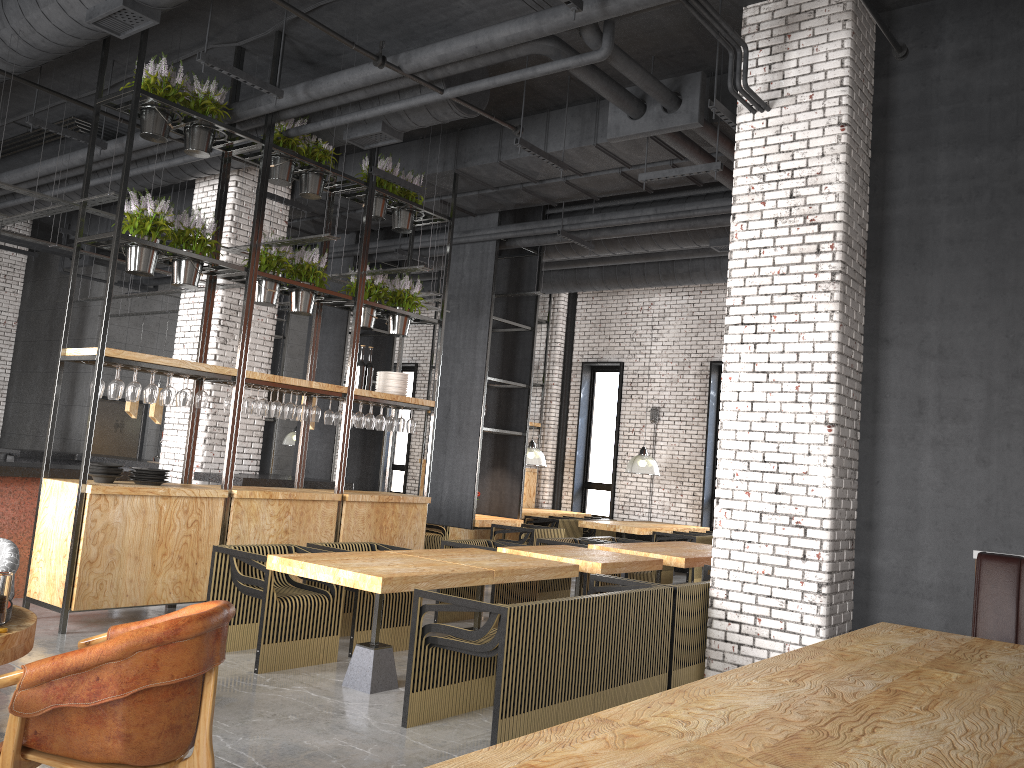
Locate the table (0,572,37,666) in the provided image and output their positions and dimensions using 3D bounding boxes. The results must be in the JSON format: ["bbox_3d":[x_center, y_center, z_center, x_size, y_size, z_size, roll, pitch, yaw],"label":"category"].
[{"bbox_3d":[-1.975,1.025,2.622,0.932,0.975,0.930,6,-6,-10],"label":"table"}]

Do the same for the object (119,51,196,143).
[{"bbox_3d":[-2.865,-2.256,7.167,0.416,0.560,0.466,2,-7,25],"label":"object"}]

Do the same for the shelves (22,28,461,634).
[{"bbox_3d":[-2.058,-0.514,8.074,0.690,5.030,3.651,0,-8,37],"label":"shelves"}]

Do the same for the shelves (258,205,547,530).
[{"bbox_3d":[-2.393,-0.381,13.121,6.147,4.377,1.001,0,-8,37],"label":"shelves"}]

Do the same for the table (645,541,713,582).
[{"bbox_3d":[1.984,2.082,9.189,1.000,0.765,0.994,0,-7,37],"label":"table"}]

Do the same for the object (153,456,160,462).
[{"bbox_3d":[-4.702,1.011,11.877,0.177,0.091,0.090,4,-6,13],"label":"object"}]

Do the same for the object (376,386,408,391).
[{"bbox_3d":[-1.252,0.057,9.206,0.335,0.040,0.334,5,-5,1],"label":"object"}]

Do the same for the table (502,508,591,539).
[{"bbox_3d":[0.254,2.403,14.166,1.000,0.765,2.111,0,-7,37],"label":"table"}]

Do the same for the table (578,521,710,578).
[{"bbox_3d":[1.934,2.425,12.884,1.000,0.765,2.111,0,-7,37],"label":"table"}]

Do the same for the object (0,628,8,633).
[{"bbox_3d":[-1.518,0.733,2.639,0.032,0.010,0.032,5,-5,-2],"label":"object"}]

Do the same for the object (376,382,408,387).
[{"bbox_3d":[-1.248,0.018,9.211,0.334,0.040,0.334,8,-6,-30],"label":"object"}]

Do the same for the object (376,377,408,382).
[{"bbox_3d":[-1.245,-0.036,9.217,0.334,0.041,0.334,4,-5,7],"label":"object"}]

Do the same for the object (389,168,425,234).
[{"bbox_3d":[-1.148,-1.899,9.417,0.416,0.560,0.467,8,-7,-28],"label":"object"}]

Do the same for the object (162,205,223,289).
[{"bbox_3d":[-2.699,-1.088,7.391,0.416,0.560,0.466,3,-6,14],"label":"object"}]

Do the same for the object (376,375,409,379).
[{"bbox_3d":[-1.243,-0.055,9.220,0.334,0.044,0.334,4,-5,8],"label":"object"}]

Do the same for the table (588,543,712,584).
[{"bbox_3d":[1.381,1.957,8.400,1.000,0.765,0.994,0,-7,37],"label":"table"}]

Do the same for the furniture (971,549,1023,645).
[{"bbox_3d":[1.692,1.224,2.399,1.917,1.153,6.749,0,-7,37],"label":"furniture"}]

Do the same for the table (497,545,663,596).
[{"bbox_3d":[0.543,1.786,7.329,1.000,0.765,0.994,0,-7,37],"label":"table"}]

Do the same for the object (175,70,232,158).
[{"bbox_3d":[-2.617,-2.207,7.460,0.467,0.560,0.415,3,-6,16],"label":"object"}]

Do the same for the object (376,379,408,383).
[{"bbox_3d":[-1.246,-0.017,9.214,0.335,0.043,0.334,3,-6,21],"label":"object"}]

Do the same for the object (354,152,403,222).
[{"bbox_3d":[-1.363,-1.954,9.026,0.416,0.560,0.466,4,-6,11],"label":"object"}]

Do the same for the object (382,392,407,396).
[{"bbox_3d":[-1.256,0.115,9.200,0.334,0.033,0.334,10,-7,-44],"label":"object"}]

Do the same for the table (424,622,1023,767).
[{"bbox_3d":[1.125,1.411,2.816,1.000,0.765,4.126,0,-7,37],"label":"table"}]

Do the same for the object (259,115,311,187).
[{"bbox_3d":[-2.084,-2.103,8.088,0.416,0.560,0.467,9,-7,-33],"label":"object"}]

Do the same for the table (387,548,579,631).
[{"bbox_3d":[-0.240,1.623,6.304,1.000,0.765,0.994,0,-7,37],"label":"table"}]

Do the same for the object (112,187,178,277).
[{"bbox_3d":[-2.900,-1.143,6.993,0.467,0.560,0.415,6,-6,-12],"label":"object"}]

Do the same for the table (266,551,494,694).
[{"bbox_3d":[-0.843,1.498,5.514,1.000,0.765,0.994,0,-7,37],"label":"table"}]

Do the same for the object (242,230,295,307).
[{"bbox_3d":[-2.202,-0.990,7.989,0.467,0.560,0.415,6,-6,-13],"label":"object"}]

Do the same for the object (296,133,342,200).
[{"bbox_3d":[-1.888,-2.055,8.429,0.467,0.560,0.415,1,-7,32],"label":"object"}]

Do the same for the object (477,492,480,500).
[{"bbox_3d":[-0.496,1.511,11.371,0.156,0.356,0.170,5,-6,-4],"label":"object"}]

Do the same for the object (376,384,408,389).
[{"bbox_3d":[-1.251,0.038,9.209,0.334,0.039,0.334,4,-5,4],"label":"object"}]

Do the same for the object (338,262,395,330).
[{"bbox_3d":[-1.481,-0.838,8.962,0.466,0.560,0.416,11,-8,-44],"label":"object"}]

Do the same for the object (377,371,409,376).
[{"bbox_3d":[-1.239,-0.094,9.224,0.335,0.039,0.334,4,-5,11],"label":"object"}]

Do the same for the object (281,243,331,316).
[{"bbox_3d":[-1.963,-0.936,8.349,0.416,0.560,0.466,4,-6,5],"label":"object"}]

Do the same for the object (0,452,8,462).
[{"bbox_3d":[-7.175,1.443,12.106,0.399,1.037,0.397,7,-7,-17],"label":"object"}]

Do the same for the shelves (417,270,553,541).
[{"bbox_3d":[-0.420,0.252,14.756,0.690,5.030,2.327,0,-8,37],"label":"shelves"}]

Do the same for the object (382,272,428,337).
[{"bbox_3d":[-1.166,-0.781,9.289,0.416,0.560,0.466,1,-7,31],"label":"object"}]

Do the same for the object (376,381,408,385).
[{"bbox_3d":[-1.247,0.003,9.213,0.334,0.039,0.334,-1,-8,45],"label":"object"}]

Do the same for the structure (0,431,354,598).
[{"bbox_3d":[-5.462,1.200,10.360,5.876,1.537,4.301,1,-7,37],"label":"structure"}]

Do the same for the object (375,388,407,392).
[{"bbox_3d":[-1.253,0.077,9.205,0.335,0.037,0.334,4,-5,4],"label":"object"}]

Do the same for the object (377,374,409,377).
[{"bbox_3d":[-1.241,-0.074,9.221,0.335,0.039,0.334,4,-5,13],"label":"object"}]

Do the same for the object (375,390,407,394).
[{"bbox_3d":[-1.256,0.095,9.203,0.334,0.046,0.334,3,-6,18],"label":"object"}]
